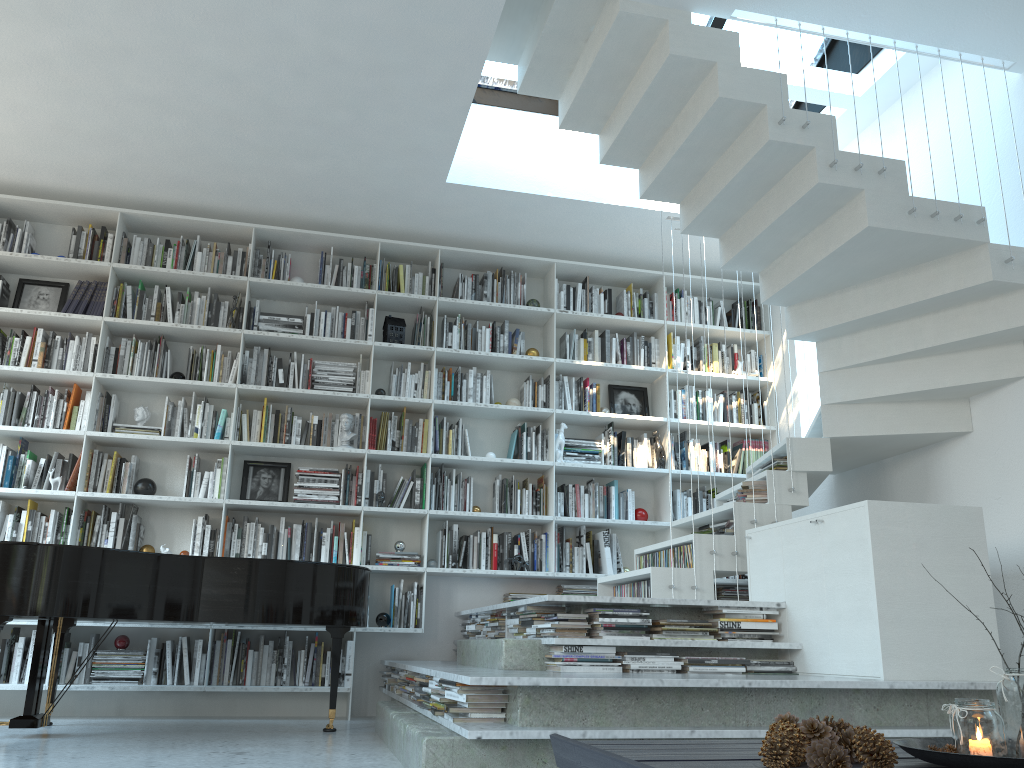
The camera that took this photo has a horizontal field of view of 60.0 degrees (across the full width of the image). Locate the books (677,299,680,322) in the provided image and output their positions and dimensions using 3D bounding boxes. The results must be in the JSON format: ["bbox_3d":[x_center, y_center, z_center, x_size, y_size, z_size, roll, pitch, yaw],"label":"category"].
[{"bbox_3d":[1.229,-0.506,6.712,0.022,0.228,0.175,5,-17,-12],"label":"books"}]

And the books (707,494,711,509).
[{"bbox_3d":[1.397,0.922,6.387,0.027,0.241,0.132,5,-16,-12],"label":"books"}]

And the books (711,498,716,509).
[{"bbox_3d":[1.426,0.934,6.361,0.021,0.204,0.175,5,-17,-12],"label":"books"}]

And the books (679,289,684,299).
[{"bbox_3d":[1.276,-0.542,6.759,0.012,0.325,0.152,5,-16,-12],"label":"books"}]

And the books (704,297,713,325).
[{"bbox_3d":[1.496,-0.503,6.803,0.012,0.284,0.160,5,-16,-12],"label":"books"}]

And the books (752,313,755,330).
[{"bbox_3d":[1.823,-0.431,6.846,0.036,0.182,0.162,5,-17,-12],"label":"books"}]

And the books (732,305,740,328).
[{"bbox_3d":[1.700,-0.470,6.836,0.068,0.246,0.161,5,-16,-13],"label":"books"}]

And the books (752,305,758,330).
[{"bbox_3d":[1.847,-0.460,6.863,0.014,0.247,0.185,5,-17,-12],"label":"books"}]

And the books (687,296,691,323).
[{"bbox_3d":[1.320,-0.515,6.757,0.027,0.274,0.149,5,-16,-12],"label":"books"}]

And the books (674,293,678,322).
[{"bbox_3d":[1.213,-0.527,6.710,0.012,0.268,0.185,5,-17,-12],"label":"books"}]

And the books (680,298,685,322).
[{"bbox_3d":[1.262,-0.508,6.729,0.023,0.243,0.183,5,-17,-12],"label":"books"}]

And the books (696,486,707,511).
[{"bbox_3d":[1.367,0.890,6.377,0.013,0.296,0.141,5,-16,-12],"label":"books"}]

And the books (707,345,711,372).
[{"bbox_3d":[1.435,-0.157,6.604,0.012,0.237,0.166,5,-17,-12],"label":"books"}]

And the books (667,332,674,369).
[{"bbox_3d":[1.147,-0.213,6.533,0.010,0.293,0.183,5,-16,-12],"label":"books"}]

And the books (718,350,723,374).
[{"bbox_3d":[1.534,-0.122,6.684,0.023,0.219,0.172,5,-17,-12],"label":"books"}]

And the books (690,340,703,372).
[{"bbox_3d":[1.365,-0.175,6.577,0.023,0.253,0.190,5,-17,-12],"label":"books"}]

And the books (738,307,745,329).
[{"bbox_3d":[1.743,-0.457,6.822,0.012,0.215,0.193,5,-17,-12],"label":"books"}]

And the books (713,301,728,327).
[{"bbox_3d":[1.609,-0.489,6.829,0.069,0.276,0.132,5,-16,-13],"label":"books"}]

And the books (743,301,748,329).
[{"bbox_3d":[1.783,-0.482,6.868,0.012,0.291,0.140,5,-16,-12],"label":"books"}]

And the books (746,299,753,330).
[{"bbox_3d":[1.803,-0.487,6.841,0.014,0.285,0.190,5,-17,-12],"label":"books"}]

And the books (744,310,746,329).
[{"bbox_3d":[1.765,-0.450,6.858,0.021,0.222,0.131,5,-16,-12],"label":"books"}]

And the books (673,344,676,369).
[{"bbox_3d":[1.162,-0.169,6.525,0.024,0.204,0.166,5,-17,-12],"label":"books"}]

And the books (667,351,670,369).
[{"bbox_3d":[1.119,-0.208,6.550,0.036,0.293,0.135,5,-16,-12],"label":"books"}]

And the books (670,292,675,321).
[{"bbox_3d":[1.198,-0.533,6.722,0.013,0.285,0.151,5,-16,-12],"label":"books"}]

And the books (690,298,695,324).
[{"bbox_3d":[1.345,-0.506,6.756,0.022,0.258,0.163,5,-16,-12],"label":"books"}]

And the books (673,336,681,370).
[{"bbox_3d":[1.189,-0.197,6.530,0.026,0.262,0.189,5,-17,-12],"label":"books"}]

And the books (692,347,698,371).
[{"bbox_3d":[1.337,-0.151,6.583,0.025,0.211,0.135,5,-16,-12],"label":"books"}]

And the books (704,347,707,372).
[{"bbox_3d":[1.402,-0.146,6.587,0.014,0.205,0.184,5,-17,-12],"label":"books"}]

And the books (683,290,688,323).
[{"bbox_3d":[1.290,-0.535,6.745,0.012,0.305,0.185,5,-16,-12],"label":"books"}]

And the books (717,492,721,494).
[{"bbox_3d":[1.470,0.920,6.397,0.012,0.253,0.161,5,-16,-12],"label":"books"}]

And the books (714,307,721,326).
[{"bbox_3d":[1.545,-0.466,6.796,0.057,0.211,0.163,5,-17,-12],"label":"books"}]

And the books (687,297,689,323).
[{"bbox_3d":[1.300,-0.510,6.749,0.014,0.259,0.168,5,-16,-12],"label":"books"}]

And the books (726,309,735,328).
[{"bbox_3d":[1.659,-0.452,6.803,0.024,0.192,0.187,5,-17,-12],"label":"books"}]

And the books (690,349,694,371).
[{"bbox_3d":[1.299,-0.139,6.607,0.038,0.198,0.171,5,-17,-12],"label":"books"}]

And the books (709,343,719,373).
[{"bbox_3d":[1.470,-0.152,6.625,0.042,0.241,0.248,5,-17,-12],"label":"books"}]

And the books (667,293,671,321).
[{"bbox_3d":[1.156,-0.531,6.715,0.022,0.274,0.160,5,-16,-12],"label":"books"}]

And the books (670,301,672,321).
[{"bbox_3d":[1.176,-0.500,6.723,0.025,0.222,0.137,5,-16,-12],"label":"books"}]

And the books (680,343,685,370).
[{"bbox_3d":[1.222,-0.172,6.543,0.049,0.223,0.162,5,-17,-12],"label":"books"}]

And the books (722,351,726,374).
[{"bbox_3d":[1.563,-0.118,6.685,0.013,0.212,0.187,5,-17,-12],"label":"books"}]

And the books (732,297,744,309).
[{"bbox_3d":[1.751,-0.497,6.859,0.014,0.312,0.162,5,-16,-12],"label":"books"}]

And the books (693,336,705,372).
[{"bbox_3d":[1.386,-0.192,6.592,0.022,0.295,0.152,5,-16,-12],"label":"books"}]

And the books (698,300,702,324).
[{"bbox_3d":[1.405,-0.494,6.777,0.027,0.249,0.155,5,-16,-12],"label":"books"}]

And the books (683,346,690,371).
[{"bbox_3d":[1.259,-0.156,6.542,0.024,0.193,0.190,5,-17,-12],"label":"books"}]

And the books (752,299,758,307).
[{"bbox_3d":[1.882,-0.486,6.898,0.014,0.318,0.144,5,-16,-12],"label":"books"}]

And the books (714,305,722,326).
[{"bbox_3d":[1.575,-0.471,6.819,0.010,0.235,0.132,5,-16,-12],"label":"books"}]

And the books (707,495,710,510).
[{"bbox_3d":[1.381,0.921,6.365,0.014,0.229,0.173,5,-17,-12],"label":"books"}]

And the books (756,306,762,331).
[{"bbox_3d":[1.869,-0.456,6.854,0.025,0.236,0.188,5,-17,-12],"label":"books"}]

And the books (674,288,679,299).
[{"bbox_3d":[1.242,-0.548,6.750,0.014,0.330,0.143,5,-16,-12],"label":"books"}]

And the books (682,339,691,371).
[{"bbox_3d":[1.279,-0.183,6.570,0.023,0.263,0.158,5,-16,-12],"label":"books"}]

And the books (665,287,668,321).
[{"bbox_3d":[1.134,-0.555,6.702,0.011,0.312,0.173,5,-16,-12],"label":"books"}]

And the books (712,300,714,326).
[{"bbox_3d":[1.510,-0.493,6.799,0.015,0.262,0.143,5,-16,-12],"label":"books"}]

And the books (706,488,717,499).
[{"bbox_3d":[1.440,0.900,6.383,0.011,0.283,0.161,5,-16,-12],"label":"books"}]

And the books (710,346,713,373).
[{"bbox_3d":[1.449,-0.151,6.596,0.013,0.221,0.175,5,-17,-12],"label":"books"}]

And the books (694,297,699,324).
[{"bbox_3d":[1.369,-0.507,6.762,0.029,0.263,0.179,5,-17,-12],"label":"books"}]

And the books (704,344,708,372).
[{"bbox_3d":[1.418,-0.161,6.601,0.022,0.241,0.145,5,-16,-12],"label":"books"}]

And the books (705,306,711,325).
[{"bbox_3d":[1.470,-0.470,6.780,0.026,0.207,0.163,5,-17,-12],"label":"books"}]

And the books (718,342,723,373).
[{"bbox_3d":[1.549,-0.155,6.705,0.010,0.294,0.166,5,-16,-12],"label":"books"}]

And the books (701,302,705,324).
[{"bbox_3d":[1.433,-0.488,6.773,0.025,0.236,0.144,5,-16,-12],"label":"books"}]
